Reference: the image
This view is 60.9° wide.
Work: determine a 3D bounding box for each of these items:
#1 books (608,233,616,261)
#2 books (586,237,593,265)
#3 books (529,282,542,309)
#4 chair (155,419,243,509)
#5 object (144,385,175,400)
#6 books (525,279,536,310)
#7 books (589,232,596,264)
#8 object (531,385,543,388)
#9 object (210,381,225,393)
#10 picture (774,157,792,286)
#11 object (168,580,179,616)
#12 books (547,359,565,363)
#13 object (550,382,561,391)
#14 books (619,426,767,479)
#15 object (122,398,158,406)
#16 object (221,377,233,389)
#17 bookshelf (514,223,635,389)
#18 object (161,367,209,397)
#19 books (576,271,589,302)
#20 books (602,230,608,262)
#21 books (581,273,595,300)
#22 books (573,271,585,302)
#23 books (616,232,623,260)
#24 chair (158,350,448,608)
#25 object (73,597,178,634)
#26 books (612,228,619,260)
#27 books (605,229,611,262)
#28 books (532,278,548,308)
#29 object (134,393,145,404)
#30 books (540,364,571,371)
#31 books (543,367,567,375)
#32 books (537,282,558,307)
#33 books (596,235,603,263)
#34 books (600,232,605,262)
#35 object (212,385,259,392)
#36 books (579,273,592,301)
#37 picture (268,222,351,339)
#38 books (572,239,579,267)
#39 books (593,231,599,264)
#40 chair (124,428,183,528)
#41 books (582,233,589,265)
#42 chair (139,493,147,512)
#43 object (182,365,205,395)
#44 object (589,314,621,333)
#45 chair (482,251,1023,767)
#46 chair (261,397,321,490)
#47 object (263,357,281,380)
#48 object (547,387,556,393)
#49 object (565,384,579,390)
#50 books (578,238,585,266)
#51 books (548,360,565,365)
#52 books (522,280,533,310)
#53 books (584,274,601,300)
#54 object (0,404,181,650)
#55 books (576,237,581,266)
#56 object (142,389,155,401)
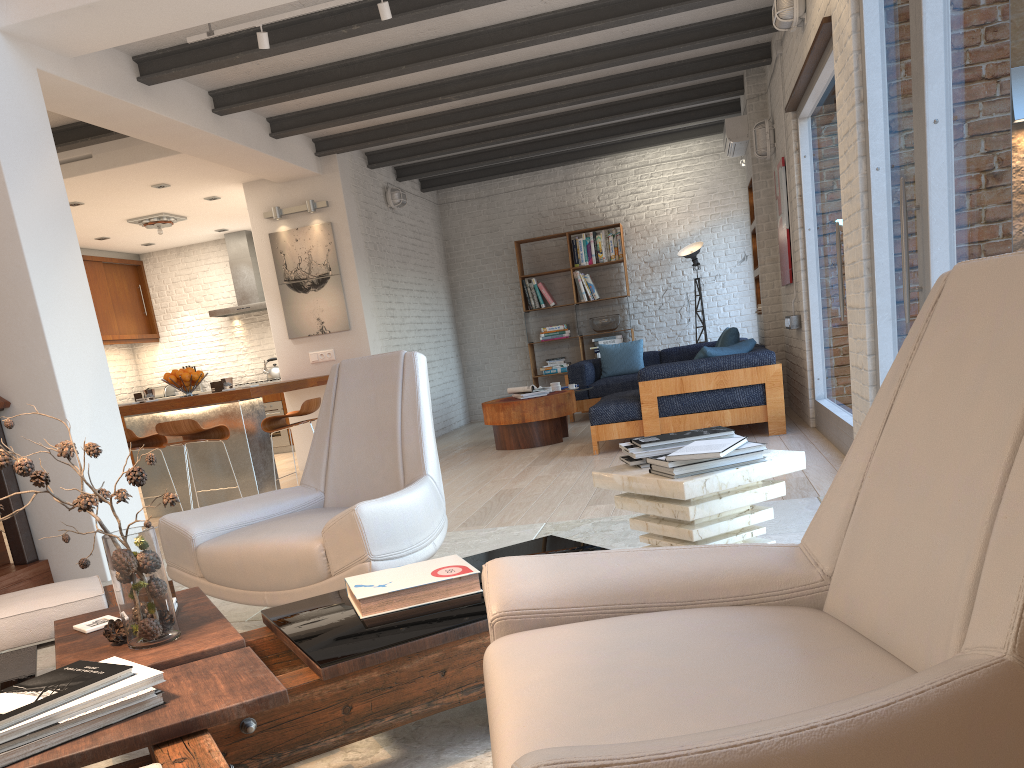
[{"bbox_3d":[1.249,-1.684,10.796,0.056,0.339,0.246,-5,9,12],"label":"books"},{"bbox_3d":[0.979,-1.648,10.876,0.056,0.339,0.246,-5,9,12],"label":"books"},{"bbox_3d":[0.309,-1.126,11.161,0.103,0.343,0.246,-5,10,12],"label":"books"},{"bbox_3d":[-2.346,0.638,6.514,0.406,0.797,0.407,-6,11,13],"label":"chair"},{"bbox_3d":[-4.850,0.113,11.970,0.346,0.164,0.242,-7,6,13],"label":"object"},{"bbox_3d":[0.252,-1.144,11.149,0.092,0.395,0.235,-5,10,12],"label":"books"},{"bbox_3d":[1.017,-1.680,10.840,0.037,0.394,0.235,-5,10,12],"label":"books"},{"bbox_3d":[0.318,0.039,9.376,0.187,0.094,0.189,-5,6,38],"label":"object"},{"bbox_3d":[-2.310,0.020,6.866,0.092,0.084,0.114,-13,8,-32],"label":"object"},{"bbox_3d":[2.247,-1.314,7.233,0.019,0.987,0.718,-5,9,12],"label":"picture"},{"bbox_3d":[-0.956,0.587,2.339,0.093,0.084,0.112,-10,7,-15],"label":"object"},{"bbox_3d":[0.571,-0.301,11.309,0.237,0.019,0.166,-8,3,6],"label":"books"},{"bbox_3d":[0.440,0.040,8.799,0.108,0.111,0.104,-4,9,29],"label":"object"},{"bbox_3d":[0.588,0.222,2.826,0.389,0.081,0.555,-8,3,-3],"label":"books"},{"bbox_3d":[-2.932,0.130,6.970,0.288,0.036,0.199,-8,3,13],"label":"object"},{"bbox_3d":[-2.206,-0.004,6.763,0.091,0.087,0.088,-4,8,28],"label":"object"},{"bbox_3d":[0.855,-0.775,11.091,1.323,2.267,0.351,-6,12,13],"label":"bookshelf"},{"bbox_3d":[-2.585,-0.015,6.919,0.361,0.228,0.358,-10,6,-22],"label":"object"},{"bbox_3d":[0.890,-1.225,10.980,0.104,0.394,0.235,-5,10,12],"label":"books"},{"bbox_3d":[1.168,-1.702,10.827,0.037,0.394,0.235,-5,10,12],"label":"books"},{"bbox_3d":[0.969,-1.220,10.985,0.125,0.359,0.262,-5,9,13],"label":"books"},{"bbox_3d":[0.858,-1.223,11.011,0.102,0.395,0.235,-5,10,12],"label":"books"},{"bbox_3d":[1.347,-1.698,10.795,0.056,0.339,0.246,-5,9,12],"label":"books"},{"bbox_3d":[-0.690,0.426,3.413,1.031,1.045,0.940,-4,9,29],"label":"chair"},{"bbox_3d":[-1.058,0.623,2.395,0.269,0.036,0.245,-9,3,-15],"label":"object"},{"bbox_3d":[1.292,-1.718,10.785,0.037,0.394,0.235,-5,10,12],"label":"books"},{"bbox_3d":[1.201,-1.705,10.806,0.037,0.394,0.235,-5,10,12],"label":"books"},{"bbox_3d":[0.353,-1.155,11.113,0.122,0.392,0.235,-5,10,13],"label":"books"},{"bbox_3d":[-2.964,0.107,7.027,0.115,0.084,0.091,-7,7,13],"label":"object"},{"bbox_3d":[0.570,-0.219,11.310,0.381,0.037,0.237,-8,3,13],"label":"books"},{"bbox_3d":[0.595,-0.175,11.307,0.328,0.057,0.247,-7,3,23],"label":"books"},{"bbox_3d":[0.452,-1.138,11.121,0.196,0.328,0.246,-6,9,13],"label":"books"},{"bbox_3d":[1.101,-1.663,10.822,0.056,0.339,0.246,-5,9,12],"label":"books"},{"bbox_3d":[1.139,-1.683,10.824,0.021,0.369,0.262,-5,10,12],"label":"books"},{"bbox_3d":[-2.190,0.030,6.801,0.397,0.036,0.192,-7,3,17],"label":"object"},{"bbox_3d":[0.946,-1.216,10.981,0.125,0.359,0.262,-5,9,13],"label":"books"},{"bbox_3d":[-1.967,-0.993,8.475,0.658,1.045,0.019,-6,13,13],"label":"picture"},{"bbox_3d":[0.813,-1.626,10.916,0.056,0.339,0.246,-5,9,12],"label":"books"},{"bbox_3d":[1.054,-1.686,10.841,0.037,0.394,0.235,-5,10,12],"label":"books"},{"bbox_3d":[-2.867,0.708,6.638,0.406,0.797,0.407,-6,11,13],"label":"chair"},{"bbox_3d":[0.926,-1.668,10.867,0.037,0.394,0.235,-5,10,12],"label":"books"},{"bbox_3d":[-3.300,0.741,7.276,0.424,0.797,0.390,-6,11,13],"label":"chair"},{"bbox_3d":[-4.375,-0.062,11.875,0.323,0.386,0.064,-6,12,13],"label":"object"},{"bbox_3d":[1.183,-0.759,11.062,0.392,0.207,0.401,-12,6,-35],"label":"object"},{"bbox_3d":[0.431,0.358,1.385,0.982,1.027,0.999,-9,8,-3],"label":"chair"},{"bbox_3d":[-1.648,0.519,6.883,0.424,0.797,0.390,-6,11,13],"label":"chair"},{"bbox_3d":[-3.053,-0.203,11.249,0.263,0.283,0.254,-3,10,34],"label":"object"},{"bbox_3d":[0.355,0.057,8.517,0.146,0.057,0.170,-8,4,2],"label":"object"},{"bbox_3d":[0.609,0.036,8.951,0.155,0.059,0.263,-8,3,5],"label":"object"},{"bbox_3d":[0.884,-1.634,10.880,0.056,0.339,0.246,-5,9,12],"label":"books"},{"bbox_3d":[0.579,-0.275,11.307,0.207,0.035,0.128,-8,3,13],"label":"books"},{"bbox_3d":[0.214,-1.138,11.150,0.092,0.395,0.235,-5,10,12],"label":"books"},{"bbox_3d":[1.014,-1.216,10.962,0.159,0.338,0.246,-6,9,13],"label":"books"},{"bbox_3d":[-1.041,0.344,2.035,0.537,0.625,0.309,-10,11,-16],"label":"object"},{"bbox_3d":[0.848,-1.645,10.902,0.021,0.369,0.262,-5,10,12],"label":"books"},{"bbox_3d":[-2.871,0.086,6.909,0.091,0.087,0.088,-7,8,10],"label":"object"}]
